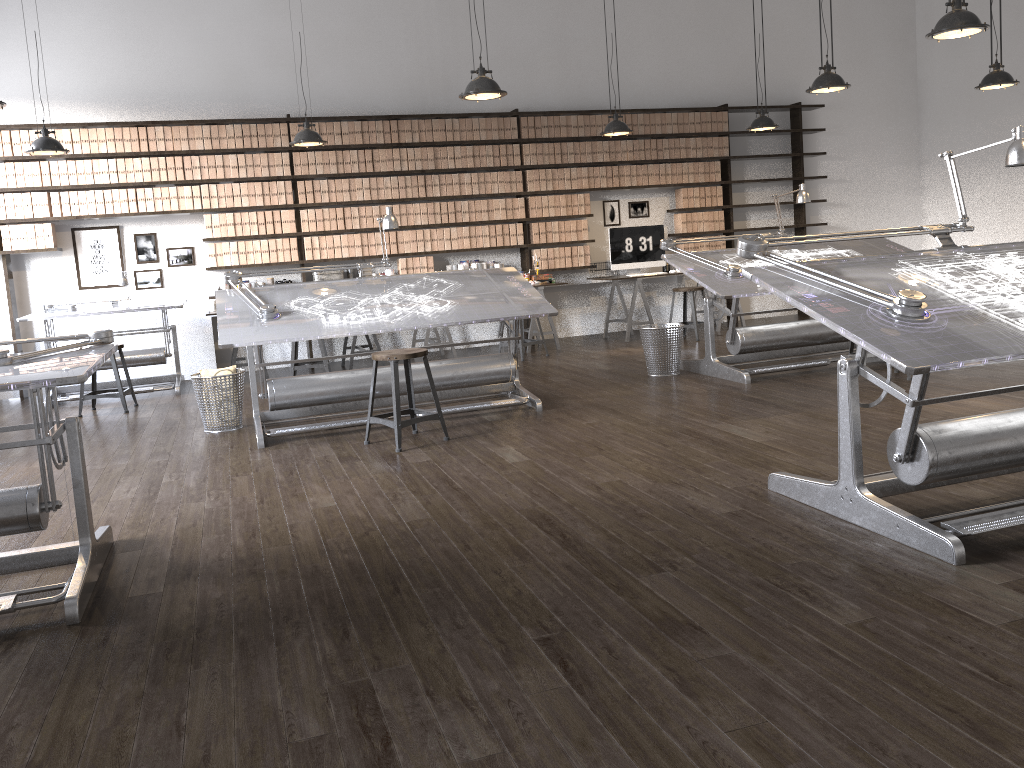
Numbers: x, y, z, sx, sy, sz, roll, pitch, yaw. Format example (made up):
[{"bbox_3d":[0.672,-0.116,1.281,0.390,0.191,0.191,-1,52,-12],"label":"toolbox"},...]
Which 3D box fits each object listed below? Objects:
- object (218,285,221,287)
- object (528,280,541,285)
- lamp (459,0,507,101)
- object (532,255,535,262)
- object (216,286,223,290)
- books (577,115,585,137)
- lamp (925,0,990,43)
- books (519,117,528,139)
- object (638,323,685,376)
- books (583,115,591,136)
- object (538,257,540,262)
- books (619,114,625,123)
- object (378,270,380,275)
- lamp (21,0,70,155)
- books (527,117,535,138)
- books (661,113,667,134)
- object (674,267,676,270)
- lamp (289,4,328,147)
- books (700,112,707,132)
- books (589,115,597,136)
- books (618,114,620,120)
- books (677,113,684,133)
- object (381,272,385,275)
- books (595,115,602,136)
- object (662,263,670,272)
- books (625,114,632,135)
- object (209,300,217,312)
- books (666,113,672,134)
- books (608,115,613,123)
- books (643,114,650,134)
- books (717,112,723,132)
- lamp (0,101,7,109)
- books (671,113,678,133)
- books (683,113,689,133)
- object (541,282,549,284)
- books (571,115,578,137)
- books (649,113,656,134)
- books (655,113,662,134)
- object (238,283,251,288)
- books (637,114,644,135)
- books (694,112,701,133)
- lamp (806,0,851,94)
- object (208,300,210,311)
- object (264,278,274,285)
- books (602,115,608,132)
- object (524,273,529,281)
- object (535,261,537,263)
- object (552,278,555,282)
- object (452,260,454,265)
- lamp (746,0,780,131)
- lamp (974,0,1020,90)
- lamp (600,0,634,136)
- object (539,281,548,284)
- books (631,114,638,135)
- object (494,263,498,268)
[{"bbox_3d":[-2.718,-0.804,8.248,0.069,0.236,0.068,-6,6,-20],"label":"object"},{"bbox_3d":[0.217,-1.034,8.989,0.132,0.050,0.198,4,12,43],"label":"object"},{"bbox_3d":[-0.264,-2.938,5.516,0.311,2.240,0.314,-4,6,3],"label":"lamp"},{"bbox_3d":[0.242,-1.237,9.181,0.055,0.213,0.007,-5,6,-11],"label":"object"},{"bbox_3d":[-2.696,-0.791,8.181,0.069,0.228,0.068,-6,7,-20],"label":"object"},{"bbox_3d":[0.709,-2.749,9.483,0.067,0.224,0.175,-6,7,-17],"label":"books"},{"bbox_3d":[2.310,-2.983,4.639,0.310,2.253,0.314,-3,6,7],"label":"lamp"},{"bbox_3d":[0.108,-2.677,9.299,0.067,0.224,0.175,-6,7,-17],"label":"books"},{"bbox_3d":[1.154,-0.260,6.791,0.353,0.376,0.355,-4,7,4],"label":"object"},{"bbox_3d":[0.774,-2.757,9.508,0.067,0.224,0.175,-6,7,-17],"label":"books"},{"bbox_3d":[0.261,-1.227,9.185,0.071,0.185,0.008,-1,7,25],"label":"object"},{"bbox_3d":[1.166,-2.805,9.632,0.067,0.224,0.175,-6,7,-17],"label":"books"},{"bbox_3d":[-1.332,-1.086,8.926,0.028,0.126,0.004,-6,6,-19],"label":"object"},{"bbox_3d":[-3.609,-2.864,6.610,0.312,2.240,0.313,-9,7,-37],"label":"lamp"},{"bbox_3d":[0.180,-2.685,9.316,0.067,0.224,0.175,-6,7,-17],"label":"books"},{"bbox_3d":[1.637,-2.862,9.779,0.067,0.224,0.175,-6,7,-17],"label":"books"},{"bbox_3d":[1.821,-1.307,9.715,0.097,0.142,0.096,-4,7,0],"label":"object"},{"bbox_3d":[-1.762,-3.089,7.196,0.312,2.240,0.313,-9,7,-37],"label":"lamp"},{"bbox_3d":[2.104,-2.918,9.921,0.067,0.224,0.175,-6,7,-17],"label":"books"},{"bbox_3d":[0.840,-2.766,9.530,0.067,0.224,0.175,-6,7,-17],"label":"books"},{"bbox_3d":[1.105,-2.797,9.610,0.067,0.224,0.175,-6,7,-17],"label":"books"},{"bbox_3d":[1.832,-2.886,9.841,0.067,0.224,0.175,-6,7,-17],"label":"books"},{"bbox_3d":[-1.306,-1.082,8.993,0.045,0.100,0.044,-6,7,-15],"label":"object"},{"bbox_3d":[0.907,-2.773,9.547,0.067,0.224,0.175,-6,7,-17],"label":"books"},{"bbox_3d":[1.695,-1.298,9.730,0.097,0.141,0.092,-9,9,-38],"label":"object"},{"bbox_3d":[1.238,-2.813,9.649,0.067,0.224,0.175,-6,7,-17],"label":"books"},{"bbox_3d":[-2.754,-0.720,8.154,0.068,0.104,0.068,-6,7,-13],"label":"object"},{"bbox_3d":[1.698,-2.869,9.796,0.067,0.224,0.175,-6,7,-17],"label":"books"},{"bbox_3d":[1.046,-2.789,9.587,0.067,0.224,0.175,-6,7,-17],"label":"books"},{"bbox_3d":[1.442,-2.839,9.719,0.067,0.224,0.175,-6,7,-17],"label":"books"},{"bbox_3d":[2.299,-2.943,9.990,0.067,0.224,0.175,-6,7,-17],"label":"books"},{"bbox_3d":[-2.983,-2.608,4.660,0.312,2.240,0.313,-9,7,-37],"label":"lamp"},{"bbox_3d":[1.767,-2.877,9.816,0.067,0.224,0.175,-6,7,-17],"label":"books"},{"bbox_3d":[1.898,-2.894,9.863,0.067,0.224,0.175,-6,7,-17],"label":"books"},{"bbox_3d":[0.335,-1.029,9.023,0.005,0.005,0.158,2,10,38],"label":"object"},{"bbox_3d":[0.640,-2.741,9.463,0.067,0.224,0.175,-6,7,-17],"label":"books"},{"bbox_3d":[1.510,-2.847,9.740,0.067,0.224,0.175,-6,7,-17],"label":"books"},{"bbox_3d":[1.576,-2.854,9.755,0.067,0.224,0.175,-6,7,-17],"label":"books"},{"bbox_3d":[-2.543,-0.884,8.443,0.077,0.145,0.347,-4,8,5],"label":"object"},{"bbox_3d":[1.376,-2.830,9.694,0.067,0.224,0.175,-6,7,-17],"label":"books"},{"bbox_3d":[2.035,-2.910,9.899,0.067,0.224,0.175,-6,7,-17],"label":"books"},{"bbox_3d":[2.207,-3.238,6.294,0.310,2.240,0.314,-3,6,7],"label":"lamp"},{"bbox_3d":[-2.786,-0.728,8.225,0.070,0.103,0.069,-7,7,-22],"label":"object"},{"bbox_3d":[-2.342,-0.955,8.653,0.236,0.161,0.107,2,9,38],"label":"object"},{"bbox_3d":[0.977,-2.781,9.566,0.067,0.224,0.175,-6,7,-17],"label":"books"},{"bbox_3d":[0.152,-1.081,9.122,0.050,0.111,0.049,-6,7,-14],"label":"object"},{"bbox_3d":[0.255,-1.212,9.179,0.008,0.152,0.038,-1,7,32],"label":"object"},{"bbox_3d":[0.422,-1.069,9.142,0.049,0.037,0.049,-6,8,-14],"label":"object"},{"bbox_3d":[-0.597,-1.207,9.240,0.041,0.168,0.009,-6,6,-14],"label":"object"},{"bbox_3d":[2.357,-3.590,8.493,0.310,2.240,0.314,-3,6,7],"label":"lamp"},{"bbox_3d":[3.683,-3.418,6.759,0.312,2.240,0.313,-9,7,-37],"label":"lamp"},{"bbox_3d":[0.882,-3.410,8.028,0.310,2.240,0.314,-3,6,7],"label":"lamp"},{"bbox_3d":[0.324,-1.034,9.014,0.011,0.017,0.172,2,10,41],"label":"object"},{"bbox_3d":[1.308,-2.822,9.677,0.067,0.224,0.175,-6,7,-17],"label":"books"},{"bbox_3d":[-0.169,-1.222,9.360,0.044,0.102,0.045,-7,7,-26],"label":"object"}]
